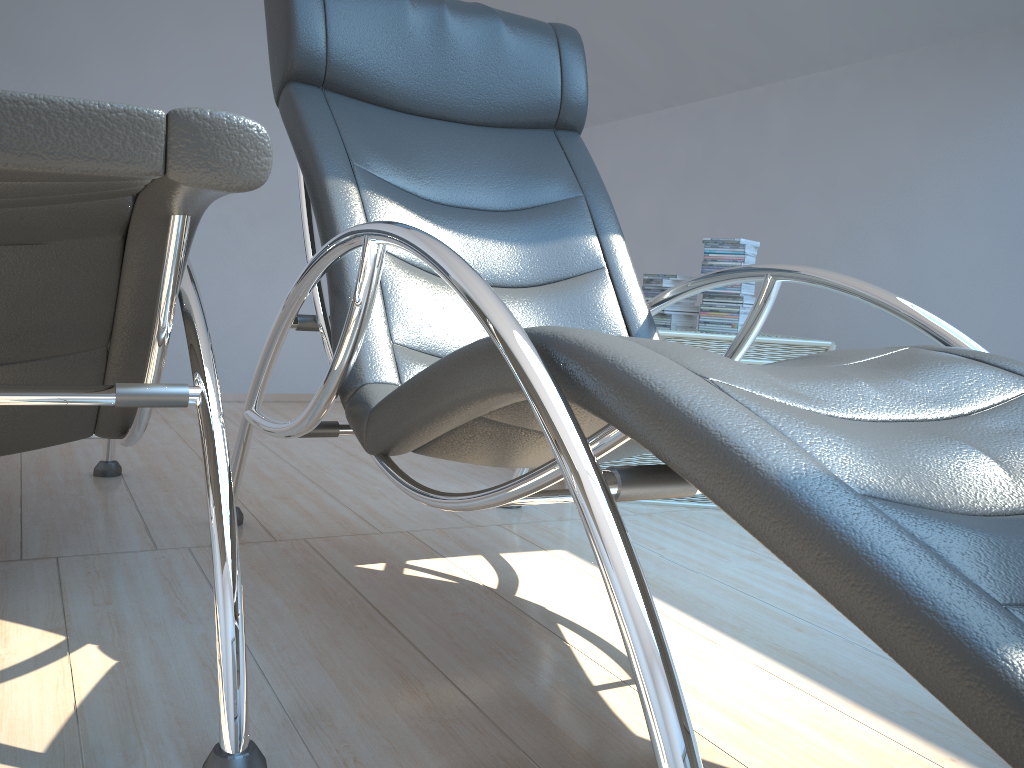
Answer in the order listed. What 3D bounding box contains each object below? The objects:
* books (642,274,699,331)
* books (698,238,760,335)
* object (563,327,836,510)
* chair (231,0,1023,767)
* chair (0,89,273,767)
[{"bbox_3d":[0.518,-0.265,2.925,0.162,0.184,0.165,1,7,-30],"label":"books"},{"bbox_3d":[0.673,-0.299,2.774,0.149,0.300,0.149,7,7,32],"label":"books"},{"bbox_3d":[0.551,0.074,2.938,0.745,0.518,0.744,4,6,1],"label":"object"},{"bbox_3d":[0.148,-0.177,1.415,0.836,1.251,1.938,1,6,-29],"label":"chair"},{"bbox_3d":[-0.959,-0.101,1.400,0.836,0.953,2.114,1,6,-29],"label":"chair"}]
